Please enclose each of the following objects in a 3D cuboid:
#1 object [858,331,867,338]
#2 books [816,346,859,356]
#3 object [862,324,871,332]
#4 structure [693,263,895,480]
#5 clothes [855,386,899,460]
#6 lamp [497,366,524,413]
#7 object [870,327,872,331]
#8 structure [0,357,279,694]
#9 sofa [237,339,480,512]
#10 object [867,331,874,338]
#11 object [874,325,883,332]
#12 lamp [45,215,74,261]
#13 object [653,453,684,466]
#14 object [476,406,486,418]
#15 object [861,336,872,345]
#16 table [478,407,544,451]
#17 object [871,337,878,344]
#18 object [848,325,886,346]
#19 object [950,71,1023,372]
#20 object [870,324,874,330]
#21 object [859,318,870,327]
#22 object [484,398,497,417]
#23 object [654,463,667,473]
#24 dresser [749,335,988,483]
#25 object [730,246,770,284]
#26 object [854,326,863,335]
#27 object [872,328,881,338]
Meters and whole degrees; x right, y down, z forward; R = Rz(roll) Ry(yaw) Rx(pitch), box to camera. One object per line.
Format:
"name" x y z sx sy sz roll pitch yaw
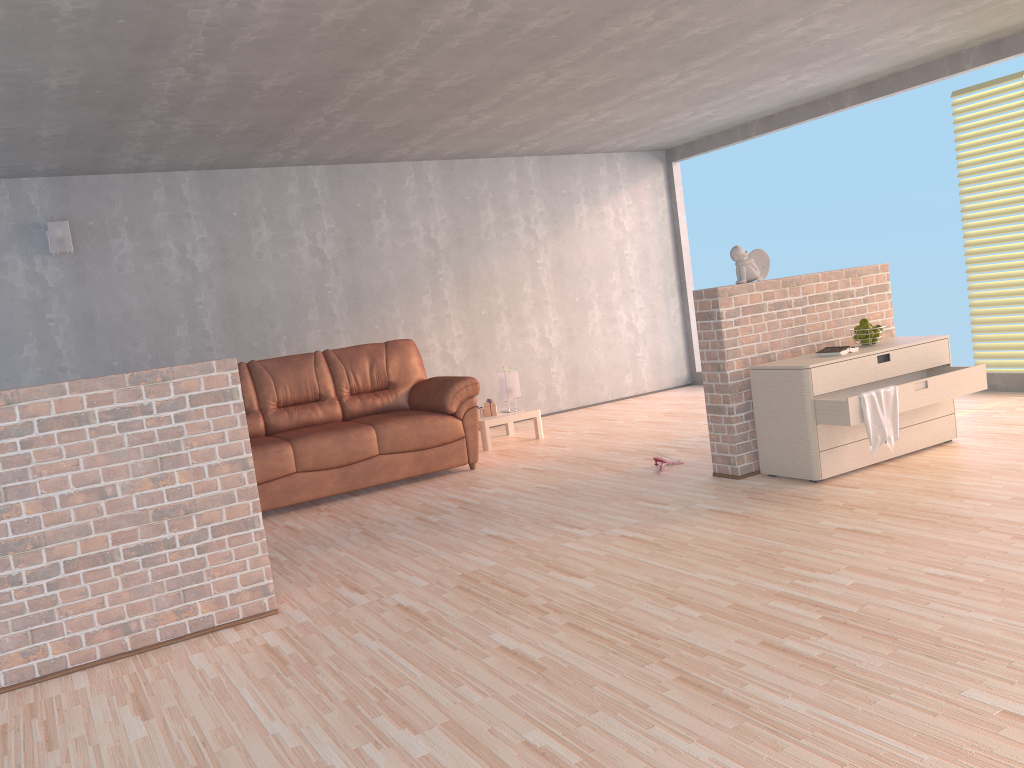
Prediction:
"object" 1.978 -0.281 5.008 0.046 0.044 0.046 -11 6 -33
"books" 1.778 -0.185 4.840 0.209 0.040 0.146 -12 7 -39
"object" 1.993 -0.315 4.988 0.046 0.045 0.046 -11 6 -30
"structure" 1.731 -0.111 5.250 1.422 1.057 0.211 -11 6 -29
"clothes" 1.850 0.207 4.458 0.325 0.369 0.097 -10 6 -28
"lamp" -0.018 0.041 7.320 0.140 0.376 0.140 -11 6 -29
"object" 2.019 -0.309 5.019 0.039 0.038 0.039 -8 5 0
"structure" -1.683 0.527 3.321 1.422 1.057 0.211 -11 6 -29
"sofa" -1.379 0.253 6.107 2.202 0.923 0.981 -11 6 -29
"object" 2.017 -0.281 4.988 0.038 0.040 0.039 -10 6 -21
"object" 2.081 -0.312 5.036 0.047 0.047 0.046 -7 5 8
"lamp" -3.255 -1.048 6.389 0.165 0.319 0.177 -11 6 -29
"object" 0.970 0.462 5.509 0.188 0.085 0.069 -7 5 10
"object" -0.267 0.219 7.227 0.080 0.105 0.152 -5 6 29
"object" 2.008 -0.248 5.026 0.060 0.055 0.059 -6 5 16
"table" -0.117 0.363 7.314 0.548 0.241 0.548 -11 6 -29
"object" 2.059 -0.252 5.050 0.046 0.048 0.048 -12 7 -40
"object" 2.023 -0.269 5.048 0.202 0.104 0.202 -11 6 -36
"object" 4.447 -1.074 4.705 0.044 2.114 4.372 -11 6 -29
"object" 2.045 -0.323 5.061 0.043 0.043 0.039 -13 7 -44
"object" 2.004 -0.345 5.044 0.054 0.056 0.054 -11 6 -29
"object" -0.176 0.186 7.196 0.099 0.147 0.102 -8 5 0
"object" 0.901 0.497 5.343 0.078 0.066 0.192 -7 5 7
"dresser" 2.200 0.075 4.987 1.686 0.612 0.605 -11 6 -29
"object" 1.333 -0.679 5.010 0.216 0.218 0.131 -11 6 -30
"object" 1.973 -0.306 5.050 0.049 0.053 0.054 -8 5 1
"object" 2.053 -0.289 5.008 0.057 0.057 0.057 -7 5 4
